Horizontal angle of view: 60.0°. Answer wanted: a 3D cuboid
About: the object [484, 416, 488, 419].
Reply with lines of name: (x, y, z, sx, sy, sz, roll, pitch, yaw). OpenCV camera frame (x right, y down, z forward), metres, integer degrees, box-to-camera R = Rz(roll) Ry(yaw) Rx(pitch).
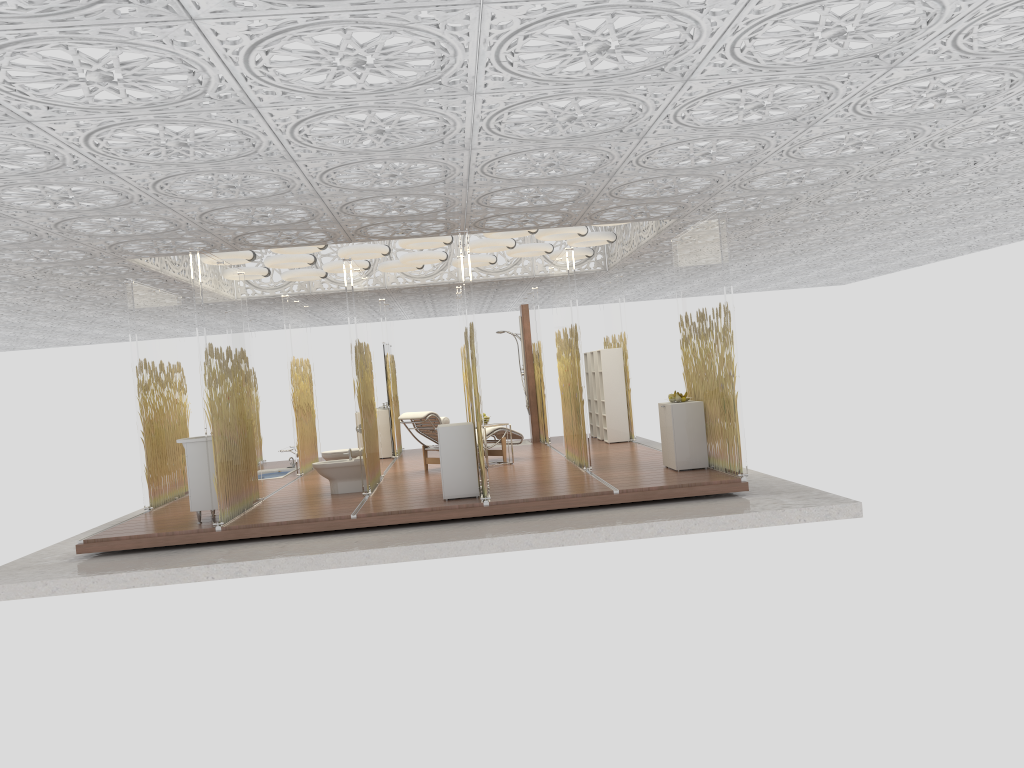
object: (-0.352, 0.453, 11.894, 0.055, 0.054, 0.050, -5, 1, -34)

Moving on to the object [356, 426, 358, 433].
object: (-1.814, 0.536, 10.664, 0.115, 0.115, 0.131, -5, 0, -4)

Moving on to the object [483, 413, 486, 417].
object: (-0.378, 0.419, 11.923, 0.055, 0.056, 0.055, -5, 0, -4)

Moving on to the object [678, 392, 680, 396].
object: (1.858, 0.129, 9.878, 0.032, 0.085, 0.186, -5, 0, 8)

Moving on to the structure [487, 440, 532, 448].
structure: (-0.116, 1.074, 15.533, 0.879, 0.039, 1.053, -5, 0, -4)

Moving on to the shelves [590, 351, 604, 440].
shelves: (1.547, 0.173, 14.687, 0.344, 1.460, 0.366, -5, 0, -4)

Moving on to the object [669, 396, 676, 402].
object: (1.776, 0.168, 9.817, 0.066, 0.065, 0.091, -5, 0, 11)

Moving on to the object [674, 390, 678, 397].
object: (1.823, 0.109, 9.878, 0.035, 0.084, 0.200, -5, 0, 18)

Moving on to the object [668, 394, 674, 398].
object: (1.789, 0.144, 9.935, 0.077, 0.067, 0.078, -5, 0, -3)

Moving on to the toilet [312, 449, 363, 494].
toilet: (-1.992, 1.012, 10.262, 0.611, 0.506, 0.401, -5, 0, -4)

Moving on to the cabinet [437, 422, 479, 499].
cabinet: (-0.550, 0.769, 9.057, 0.358, 0.712, 0.595, -5, 0, -4)

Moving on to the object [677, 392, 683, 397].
object: (1.878, 0.119, 9.865, 0.045, 0.064, 0.202, -5, 0, 0)

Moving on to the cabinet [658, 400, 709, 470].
cabinet: (1.893, 0.557, 9.833, 0.358, 0.712, 0.595, -5, 0, -4)

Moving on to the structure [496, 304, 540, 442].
structure: (0.119, -0.170, 15.471, 0.624, 2.402, 0.433, -5, 0, -17)

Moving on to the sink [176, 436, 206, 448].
sink: (-3.100, 0.566, 8.866, 0.454, 0.263, 0.603, -5, 0, -4)

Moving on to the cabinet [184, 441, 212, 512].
cabinet: (-3.007, 0.886, 8.876, 0.316, 0.678, 0.580, -5, 0, -4)

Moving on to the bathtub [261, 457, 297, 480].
bathtub: (-3.676, 1.479, 13.494, 0.700, 0.582, 1.700, -5, 0, -4)

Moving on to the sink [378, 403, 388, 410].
sink: (-2.305, 0.466, 14.877, 0.499, 0.266, 0.573, -5, 0, -1)

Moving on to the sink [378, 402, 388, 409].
sink: (-2.352, 0.464, 15.594, 0.499, 0.266, 0.573, -5, 0, -7)

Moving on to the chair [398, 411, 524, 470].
chair: (-0.661, 0.721, 12.156, 1.787, 0.811, 0.635, -5, 1, -44)

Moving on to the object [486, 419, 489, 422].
object: (-0.333, 0.493, 11.903, 0.045, 0.042, 0.045, -5, 0, -9)

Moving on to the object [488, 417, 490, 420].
object: (-0.328, 0.463, 11.944, 0.055, 0.048, 0.054, -5, 0, -10)

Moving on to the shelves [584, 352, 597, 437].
shelves: (1.501, 0.171, 15.389, 0.344, 1.460, 0.366, -5, 0, -4)

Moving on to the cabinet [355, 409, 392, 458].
cabinet: (-2.290, 0.834, 14.877, 0.549, 0.782, 0.643, -5, 0, -4)

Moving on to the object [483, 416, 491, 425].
object: (-0.378, 0.498, 11.930, 0.206, 0.105, 0.206, -4, 1, 41)

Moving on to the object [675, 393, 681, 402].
object: (1.830, 0.148, 9.770, 0.064, 0.097, 0.064, -5, 0, -13)

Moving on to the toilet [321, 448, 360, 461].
toilet: (-2.040, 1.038, 11.016, 0.611, 0.437, 0.401, -5, 0, -4)

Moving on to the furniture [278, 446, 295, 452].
furniture: (-3.287, 0.957, 13.154, 0.178, 0.014, 0.977, -5, 0, -4)

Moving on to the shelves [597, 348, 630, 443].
shelves: (1.594, 0.174, 13.985, 0.344, 1.460, 0.366, -5, 0, -4)

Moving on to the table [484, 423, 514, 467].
table: (-0.284, 0.816, 11.921, 0.420, 0.535, 0.420, -5, 1, -34)

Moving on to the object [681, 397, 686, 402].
object: (1.890, 0.171, 9.787, 0.066, 0.055, 0.055, -4, 1, 44)

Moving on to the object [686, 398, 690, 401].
object: (1.921, 0.149, 9.907, 0.035, 0.092, 0.194, -5, 1, -35)

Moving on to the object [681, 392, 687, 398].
object: (1.913, 0.124, 9.902, 0.051, 0.079, 0.186, -5, 1, -25)

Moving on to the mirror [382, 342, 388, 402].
mirror: (-2.121, -0.157, 15.244, 0.009, 1.081, 1.422, -5, 0, -4)
